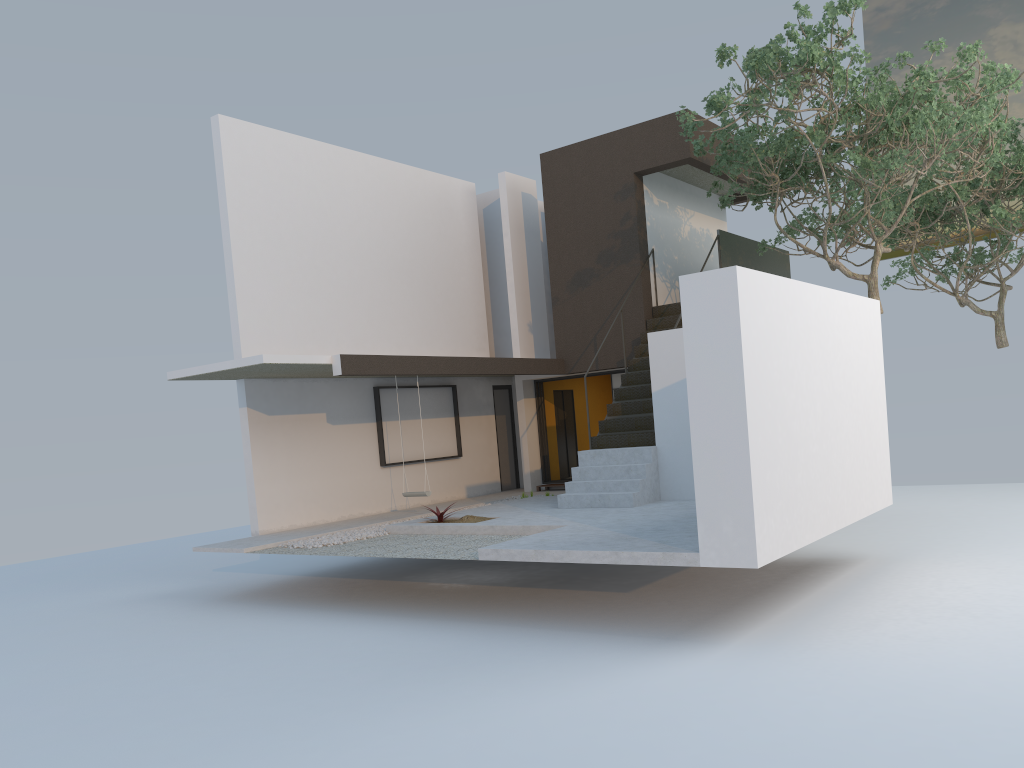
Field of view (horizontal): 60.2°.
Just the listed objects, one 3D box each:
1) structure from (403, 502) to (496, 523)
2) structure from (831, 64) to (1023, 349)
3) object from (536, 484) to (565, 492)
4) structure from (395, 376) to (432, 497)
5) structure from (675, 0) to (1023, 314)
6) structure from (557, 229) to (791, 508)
[{"bbox_3d":[-0.765,1.717,11.538,1.208,0.292,0.743,-7,-3,37],"label":"structure"},{"bbox_3d":[9.034,-3.022,16.820,5.520,4.719,7.275,-5,-1,17],"label":"structure"},{"bbox_3d":[0.830,1.873,16.005,0.706,0.101,0.348,-7,-3,37],"label":"object"},{"bbox_3d":[-1.449,0.693,12.704,0.463,1.874,0.128,-3,3,37],"label":"structure"},{"bbox_3d":[4.654,-2.766,11.916,4.343,3.713,5.724,-5,-1,17],"label":"structure"},{"bbox_3d":[2.870,-0.383,14.121,1.161,3.960,6.516,-3,0,37],"label":"structure"}]
